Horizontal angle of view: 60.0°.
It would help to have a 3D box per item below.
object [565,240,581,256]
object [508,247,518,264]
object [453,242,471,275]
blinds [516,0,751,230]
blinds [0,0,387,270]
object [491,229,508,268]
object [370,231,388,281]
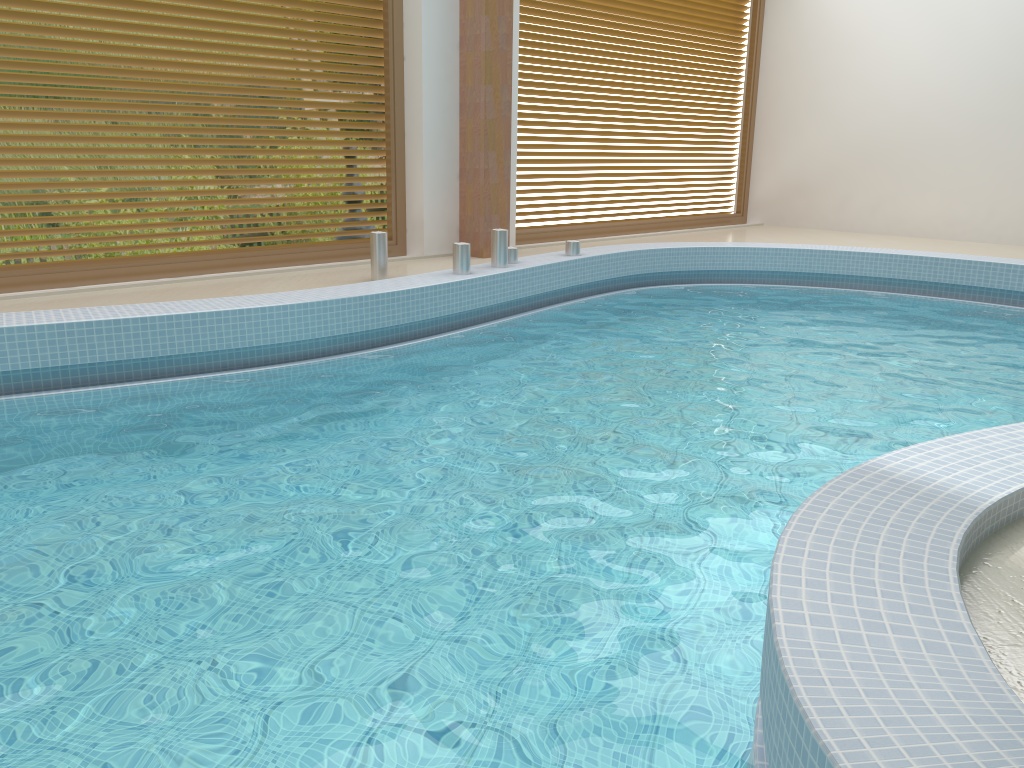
[{"bbox_3d":[0.469,-1.047,6.836,0.115,0.107,0.115,2,15,3],"label":"object"},{"bbox_3d":[-0.014,-0.920,6.333,0.115,0.107,0.115,2,15,3],"label":"object"},{"bbox_3d":[-0.327,-0.815,5.753,0.115,0.194,0.115,0,15,-5],"label":"object"},{"bbox_3d":[1.222,-3.090,9.291,0.095,2.921,4.414,15,21,43],"label":"blinds"},{"bbox_3d":[-2.434,-2.189,5.721,0.095,2.921,4.200,15,21,43],"label":"blinds"},{"bbox_3d":[-0.084,-0.933,6.093,0.115,0.254,0.115,0,15,-5],"label":"object"},{"bbox_3d":[-0.887,-0.852,5.922,0.115,0.320,0.115,2,15,3],"label":"object"}]
